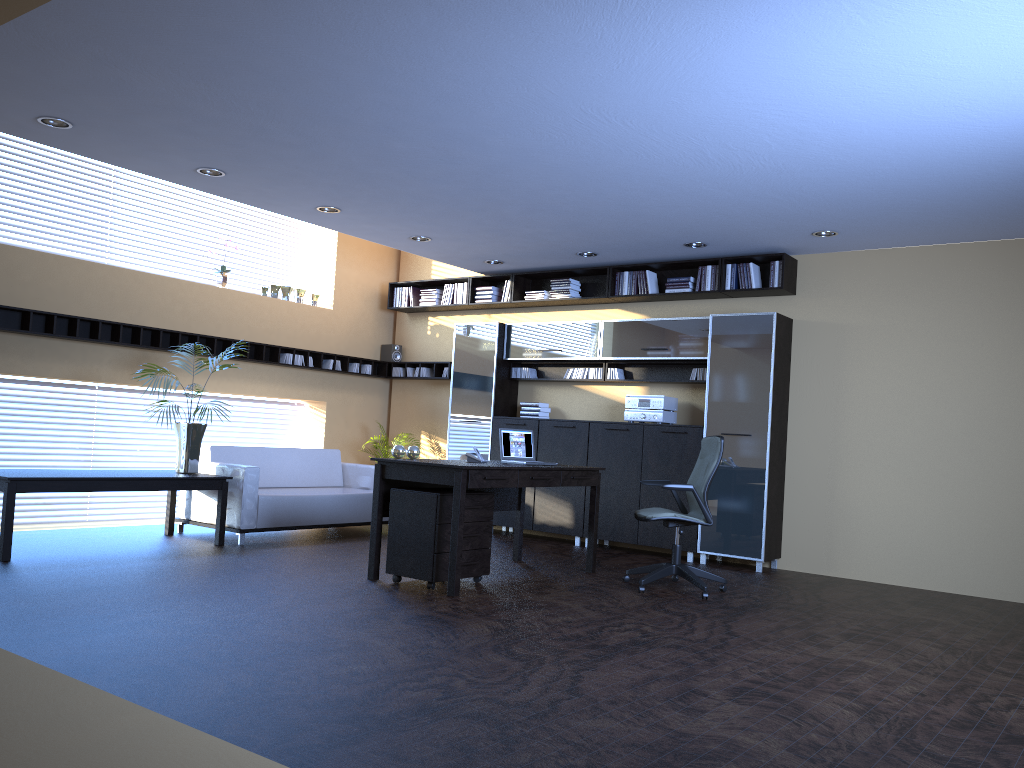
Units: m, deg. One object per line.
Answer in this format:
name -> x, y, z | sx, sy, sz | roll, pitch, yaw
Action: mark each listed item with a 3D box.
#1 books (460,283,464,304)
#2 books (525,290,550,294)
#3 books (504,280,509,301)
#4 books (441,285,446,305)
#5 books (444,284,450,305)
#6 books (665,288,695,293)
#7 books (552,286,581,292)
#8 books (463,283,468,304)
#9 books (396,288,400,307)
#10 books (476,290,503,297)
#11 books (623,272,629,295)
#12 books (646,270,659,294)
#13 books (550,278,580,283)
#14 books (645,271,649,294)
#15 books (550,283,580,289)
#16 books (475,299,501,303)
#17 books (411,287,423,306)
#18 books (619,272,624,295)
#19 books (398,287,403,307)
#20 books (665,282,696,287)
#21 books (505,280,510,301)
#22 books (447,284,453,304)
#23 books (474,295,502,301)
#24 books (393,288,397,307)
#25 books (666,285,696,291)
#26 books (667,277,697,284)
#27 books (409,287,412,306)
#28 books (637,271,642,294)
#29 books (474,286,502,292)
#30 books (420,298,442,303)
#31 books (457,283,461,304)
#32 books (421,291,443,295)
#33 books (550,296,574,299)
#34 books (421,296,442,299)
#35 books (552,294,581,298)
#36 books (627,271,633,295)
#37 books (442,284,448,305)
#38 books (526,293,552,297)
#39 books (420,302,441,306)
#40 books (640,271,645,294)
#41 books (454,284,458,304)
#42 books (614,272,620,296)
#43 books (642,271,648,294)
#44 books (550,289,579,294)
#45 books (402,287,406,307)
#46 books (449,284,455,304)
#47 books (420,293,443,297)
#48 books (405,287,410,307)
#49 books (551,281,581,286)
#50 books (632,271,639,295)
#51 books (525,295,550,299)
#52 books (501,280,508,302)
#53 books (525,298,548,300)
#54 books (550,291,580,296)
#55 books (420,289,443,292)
books -> -0.546, -1.077, 10.734 | 0.050, 0.258, 0.208 | 2, -3, 37
books -> 0.313, -1.033, 10.110 | 0.258, 0.028, 0.208 | 1, -4, 36
books -> -0.004, -1.066, 10.351 | 0.075, 0.259, 0.208 | 2, -3, 36
books -> -0.779, -1.080, 10.917 | 0.075, 0.259, 0.208 | 2, -3, 36
books -> -0.732, -1.080, 10.872 | 0.075, 0.259, 0.208 | 2, -3, 37
books -> 1.732, -0.932, 9.062 | 0.258, 0.050, 0.208 | 1, -4, 36
books -> 0.607, -1.057, 9.902 | 0.258, 0.028, 0.208 | 1, -4, 36
books -> -0.504, -1.076, 10.703 | 0.050, 0.258, 0.208 | 2, -3, 36
books -> -1.398, -1.091, 11.376 | 0.050, 0.258, 0.208 | 2, -3, 36
books -> -0.268, -1.068, 10.542 | 0.258, 0.050, 0.208 | 1, -4, 36
books -> 1.250, -1.046, 9.415 | 0.050, 0.258, 0.208 | 2, -3, 37
books -> 1.466, -1.043, 9.241 | 0.072, 0.257, 0.208 | 2, -3, 36
books -> 0.590, -1.143, 9.908 | 0.258, 0.028, 0.208 | 1, -4, 37
books -> 1.463, -1.041, 9.275 | 0.072, 0.257, 0.208 | 2, -3, 37
books -> 0.594, -1.087, 9.901 | 0.258, 0.028, 0.208 | 1, -4, 36
books -> -0.279, -0.967, 10.536 | 0.258, 0.050, 0.208 | 1, -4, 36
books -> -1.199, -1.087, 11.224 | 0.075, 0.259, 0.208 | 2, -3, 36
books -> 1.212, -1.046, 9.451 | 0.050, 0.258, 0.208 | 2, -3, 37
books -> -1.363, -1.091, 11.337 | 0.050, 0.258, 0.208 | 2, -3, 36
books -> 1.731, -1.007, 9.059 | 0.258, 0.031, 0.208 | 1, -4, 36
books -> 0.014, -1.067, 10.321 | 0.075, 0.259, 0.208 | 2, -3, 36
books -> -0.706, -1.079, 10.855 | 0.075, 0.259, 0.208 | 2, -3, 36
books -> -0.287, -1.019, 10.540 | 0.258, 0.050, 0.208 | 1, -4, 36
books -> -1.442, -1.091, 11.405 | 0.050, 0.258, 0.208 | 2, -3, 36
books -> 1.739, -0.975, 9.051 | 0.258, 0.031, 0.208 | 1, -4, 37
books -> 1.746, -1.048, 9.041 | 0.258, 0.050, 0.208 | 1, -4, 36
books -> -1.222, -1.087, 11.247 | 0.075, 0.259, 0.208 | 2, -3, 36
books -> 1.387, -1.043, 9.317 | 0.075, 0.259, 0.208 | 2, -3, 37
books -> -0.285, -1.120, 10.554 | 0.258, 0.050, 0.208 | 1, -4, 36
books -> -0.987, -1.030, 11.067 | 0.258, 0.050, 0.208 | 1, -4, 36
books -> -0.583, -1.077, 10.771 | 0.050, 0.258, 0.208 | 2, -3, 36
books -> -0.965, -1.126, 11.066 | 0.258, 0.028, 0.208 | 1, -4, 36
books -> 0.584, -0.944, 9.894 | 0.258, 0.028, 0.208 | 1, -4, 36
books -> -0.967, -1.069, 11.069 | 0.258, 0.028, 0.208 | 1, -4, 36
books -> 0.609, -0.971, 9.890 | 0.258, 0.028, 0.208 | 1, -4, 37
books -> 1.296, -1.044, 9.390 | 0.050, 0.258, 0.208 | 2, -3, 37
books -> -0.757, -1.080, 10.892 | 0.075, 0.259, 0.208 | 2, -3, 36
books -> 0.325, -1.005, 10.092 | 0.258, 0.028, 0.208 | 1, -4, 36
books -> -0.985, -0.979, 11.055 | 0.258, 0.050, 0.208 | 1, -4, 37
books -> 1.412, -1.043, 9.298 | 0.075, 0.259, 0.208 | 2, -3, 37
books -> -0.625, -1.078, 10.802 | 0.050, 0.258, 0.208 | 2, -3, 37
books -> 1.170, -1.047, 9.482 | 0.050, 0.258, 0.208 | 2, -3, 37
books -> 1.436, -1.041, 9.275 | 0.072, 0.257, 0.208 | 2, -3, 37
books -> 0.586, -1.027, 9.925 | 0.258, 0.028, 0.208 | 1, -4, 36
books -> -1.316, -1.089, 11.312 | 0.050, 0.258, 0.208 | 2, -3, 37
books -> -0.671, -1.078, 10.848 | 0.075, 0.259, 0.208 | 2, -3, 36
books -> -0.986, -1.100, 11.060 | 0.258, 0.028, 0.208 | 1, -4, 37
books -> -1.274, -1.089, 11.282 | 0.050, 0.258, 0.208 | 2, -3, 36
books -> 0.604, -1.115, 9.892 | 0.258, 0.028, 0.208 | 1, -4, 36
books -> 1.336, -1.044, 9.357 | 0.050, 0.258, 0.208 | 2, -3, 37
books -> 0.309, -0.977, 10.093 | 0.258, 0.028, 0.208 | 1, -4, 37
books -> -0.032, -1.067, 10.367 | 0.075, 0.259, 0.208 | 2, -3, 36
books -> 0.315, -0.949, 10.084 | 0.258, 0.028, 0.208 | 1, -4, 37
books -> 0.594, -1.000, 9.901 | 0.258, 0.028, 0.208 | 1, -4, 36
books -> -0.981, -1.155, 11.079 | 0.258, 0.028, 0.208 | 1, -4, 36
